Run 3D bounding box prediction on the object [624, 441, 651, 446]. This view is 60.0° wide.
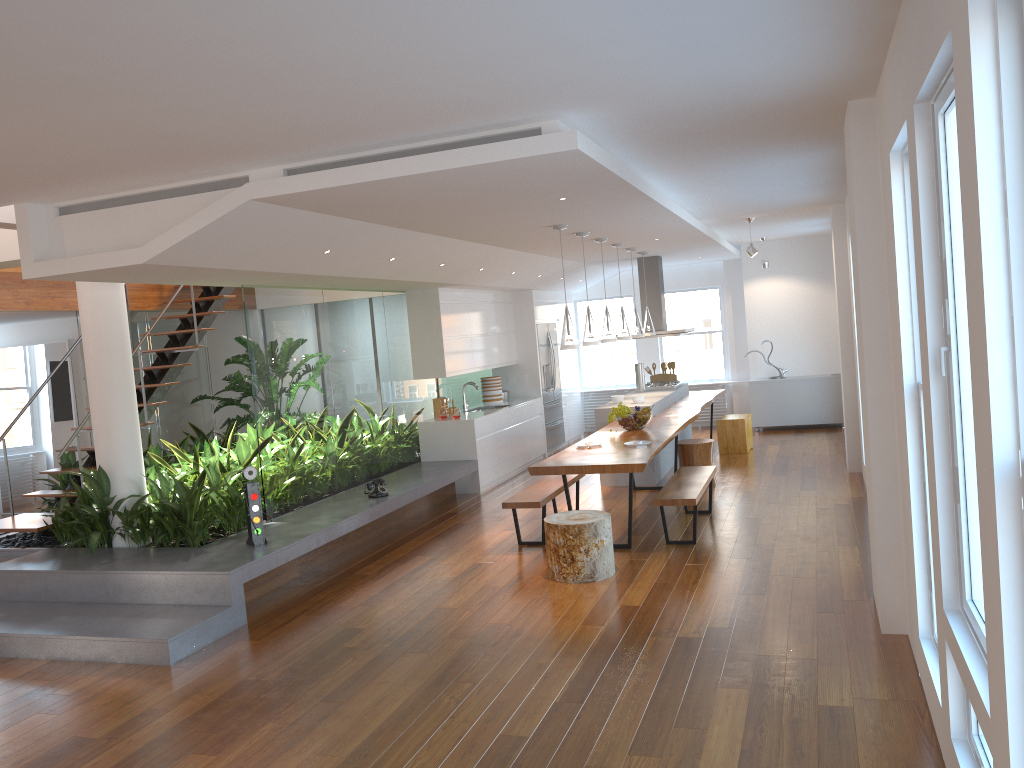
[{"bbox_3d":[1.031,0.491,7.274,0.222,0.020,0.222,-4,3,11],"label":"object"}]

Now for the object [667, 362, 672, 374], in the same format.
[{"bbox_3d":[2.131,-0.148,11.924,0.068,0.298,0.039,-4,3,19],"label":"object"}]

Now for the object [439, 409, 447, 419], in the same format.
[{"bbox_3d":[-0.776,0.338,10.004,0.094,0.106,0.094,-3,4,25],"label":"object"}]

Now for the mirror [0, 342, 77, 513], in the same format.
[{"bbox_3d":[-5.848,0.556,10.844,1.267,2.044,0.049,-4,3,19],"label":"mirror"}]

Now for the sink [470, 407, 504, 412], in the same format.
[{"bbox_3d":[-0.295,0.419,10.894,0.449,0.192,0.666,-4,3,19],"label":"sink"}]

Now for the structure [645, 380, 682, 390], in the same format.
[{"bbox_3d":[1.920,0.015,11.546,0.520,0.073,0.650,-4,3,19],"label":"structure"}]

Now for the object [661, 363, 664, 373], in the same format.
[{"bbox_3d":[2.044,-0.144,11.972,0.061,0.299,0.040,-4,3,17],"label":"object"}]

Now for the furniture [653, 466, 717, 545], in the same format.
[{"bbox_3d":[1.440,0.982,7.213,0.316,0.389,1.433,-4,3,19],"label":"furniture"}]

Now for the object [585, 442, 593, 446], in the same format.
[{"bbox_3d":[0.648,0.507,7.457,0.070,0.030,0.079,-6,3,-17],"label":"object"}]

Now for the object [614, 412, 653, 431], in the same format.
[{"bbox_3d":[1.143,0.359,8.308,0.360,0.159,0.360,-6,3,-17],"label":"object"}]

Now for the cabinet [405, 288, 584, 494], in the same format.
[{"bbox_3d":[-0.020,-0.094,11.851,0.676,2.280,4.565,-4,3,19],"label":"cabinet"}]

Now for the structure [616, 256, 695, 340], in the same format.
[{"bbox_3d":[1.799,-1.307,11.443,0.909,1.405,0.900,-4,3,19],"label":"structure"}]

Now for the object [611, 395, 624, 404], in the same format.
[{"bbox_3d":[1.172,0.172,9.827,0.152,0.082,0.152,-7,4,-31],"label":"object"}]

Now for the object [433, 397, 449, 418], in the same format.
[{"bbox_3d":[-0.827,0.271,10.303,0.104,0.222,0.200,-4,3,19],"label":"object"}]

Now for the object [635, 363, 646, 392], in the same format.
[{"bbox_3d":[1.626,-0.080,11.152,0.172,0.356,0.120,-6,4,-23],"label":"object"}]

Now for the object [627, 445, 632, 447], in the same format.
[{"bbox_3d":[1.009,0.498,7.169,0.158,0.017,0.019,-4,3,14],"label":"object"}]

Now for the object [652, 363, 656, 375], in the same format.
[{"bbox_3d":[1.932,-0.137,12.012,0.055,0.299,0.027,-4,3,19],"label":"object"}]

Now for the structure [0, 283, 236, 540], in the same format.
[{"bbox_3d":[-2.664,-0.832,8.709,2.552,4.265,4.591,-4,3,19],"label":"structure"}]

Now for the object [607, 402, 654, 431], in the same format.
[{"bbox_3d":[1.119,0.296,8.326,0.394,0.284,0.292,-6,3,-17],"label":"object"}]

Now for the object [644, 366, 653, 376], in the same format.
[{"bbox_3d":[1.898,-0.117,12.023,0.199,0.259,0.016,-3,4,30],"label":"object"}]

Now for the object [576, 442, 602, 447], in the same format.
[{"bbox_3d":[0.648,0.513,7.457,0.222,0.020,0.222,-7,4,-30],"label":"object"}]

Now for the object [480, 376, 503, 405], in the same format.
[{"bbox_3d":[-0.262,0.089,11.472,0.267,0.356,0.266,-2,5,45],"label":"object"}]

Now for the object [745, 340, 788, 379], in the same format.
[{"bbox_3d":[3.655,-0.349,12.711,0.590,0.563,0.210,-5,3,-10],"label":"object"}]

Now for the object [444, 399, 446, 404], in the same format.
[{"bbox_3d":[-0.779,0.273,10.323,0.040,0.192,0.042,-6,3,-21],"label":"object"}]

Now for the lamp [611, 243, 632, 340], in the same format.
[{"bbox_3d":[1.119,-0.985,9.139,0.160,1.060,0.160,-8,5,-44],"label":"lamp"}]

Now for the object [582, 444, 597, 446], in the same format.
[{"bbox_3d":[0.649,0.518,7.457,0.124,0.011,0.124,-2,4,40],"label":"object"}]

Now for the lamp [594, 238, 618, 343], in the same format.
[{"bbox_3d":[0.886,-0.926,8.457,0.160,1.060,0.160,-8,5,-44],"label":"lamp"}]

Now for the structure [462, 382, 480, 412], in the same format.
[{"bbox_3d":[-0.486,0.233,10.973,0.248,0.536,0.115,-4,3,19],"label":"structure"}]

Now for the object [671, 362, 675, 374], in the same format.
[{"bbox_3d":[2.172,-0.152,11.929,0.057,0.294,0.030,-4,3,19],"label":"object"}]

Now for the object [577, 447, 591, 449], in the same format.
[{"bbox_3d":[0.592,0.529,7.335,0.149,0.014,0.044,-4,3,18],"label":"object"}]

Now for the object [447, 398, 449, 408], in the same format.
[{"bbox_3d":[-0.760,0.264,10.512,0.019,0.196,0.022,-5,3,7],"label":"object"}]

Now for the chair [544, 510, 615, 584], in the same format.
[{"bbox_3d":[0.467,1.118,6.137,0.460,0.400,0.460,-3,4,29],"label":"chair"}]

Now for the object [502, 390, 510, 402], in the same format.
[{"bbox_3d":[-0.162,0.142,11.851,0.284,0.196,0.265,-7,4,-29],"label":"object"}]

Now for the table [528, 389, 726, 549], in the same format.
[{"bbox_3d":[1.532,0.695,9.281,0.893,0.704,5.996,-4,3,19],"label":"table"}]

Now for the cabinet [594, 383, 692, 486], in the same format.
[{"bbox_3d":[1.661,0.539,10.704,0.597,0.832,2.936,-4,3,19],"label":"cabinet"}]

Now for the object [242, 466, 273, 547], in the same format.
[{"bbox_3d":[-1.793,0.858,6.222,0.134,0.565,0.318,-7,4,-34],"label":"object"}]

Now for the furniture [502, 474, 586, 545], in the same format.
[{"bbox_3d":[0.315,1.057,7.603,0.316,0.389,1.433,-4,3,19],"label":"furniture"}]

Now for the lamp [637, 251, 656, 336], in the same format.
[{"bbox_3d":[1.584,-1.103,10.503,0.160,1.060,0.160,-8,5,-44],"label":"lamp"}]

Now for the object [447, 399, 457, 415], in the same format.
[{"bbox_3d":[-0.732,0.275,10.534,0.100,0.170,0.173,-4,3,21],"label":"object"}]

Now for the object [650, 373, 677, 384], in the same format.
[{"bbox_3d":[2.047,-0.064,11.968,0.353,0.157,0.084,-4,3,19],"label":"object"}]

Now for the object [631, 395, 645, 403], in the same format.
[{"bbox_3d":[1.368,0.167,9.628,0.152,0.082,0.152,-6,3,-20],"label":"object"}]

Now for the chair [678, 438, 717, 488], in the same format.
[{"bbox_3d":[1.875,0.810,9.039,0.396,0.455,0.402,-4,3,9],"label":"chair"}]

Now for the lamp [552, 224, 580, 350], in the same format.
[{"bbox_3d":[0.420,-0.808,7.093,0.160,1.060,0.160,-8,5,-44],"label":"lamp"}]

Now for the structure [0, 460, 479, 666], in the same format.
[{"bbox_3d":[-2.499,1.284,8.133,3.088,0.386,5.584,-4,3,19],"label":"structure"}]

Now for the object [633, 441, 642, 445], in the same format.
[{"bbox_3d":[1.030,0.485,7.274,0.070,0.030,0.079,-7,4,-27],"label":"object"}]

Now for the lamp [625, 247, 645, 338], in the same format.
[{"bbox_3d":[1.352,-1.044,9.821,0.160,1.060,0.160,-8,5,-44],"label":"lamp"}]

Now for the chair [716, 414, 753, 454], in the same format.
[{"bbox_3d":[2.784,0.622,11.060,0.344,0.430,0.549,-4,4,23],"label":"chair"}]

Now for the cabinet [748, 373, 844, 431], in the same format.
[{"bbox_3d":[4.087,0.264,12.663,1.309,0.725,0.420,-4,3,19],"label":"cabinet"}]

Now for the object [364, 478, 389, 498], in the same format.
[{"bbox_3d":[-1.207,0.917,7.847,0.216,0.155,0.181,-6,3,-16],"label":"object"}]

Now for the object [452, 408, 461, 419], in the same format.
[{"bbox_3d":[-0.620,0.330,9.901,0.094,0.106,0.094,-3,4,25],"label":"object"}]

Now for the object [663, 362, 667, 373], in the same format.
[{"bbox_3d":[2.070,-0.144,11.943,0.057,0.299,0.019,-4,3,19],"label":"object"}]

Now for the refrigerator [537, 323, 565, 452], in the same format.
[{"bbox_3d":[0.289,0.056,12.545,0.725,1.772,0.908,-4,3,19],"label":"refrigerator"}]

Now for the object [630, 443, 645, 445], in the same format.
[{"bbox_3d":[1.031,0.495,7.274,0.124,0.011,0.124,-5,3,1],"label":"object"}]

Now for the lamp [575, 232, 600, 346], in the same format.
[{"bbox_3d":[0.653,-0.867,7.775,0.160,1.060,0.160,-8,5,-44],"label":"lamp"}]
